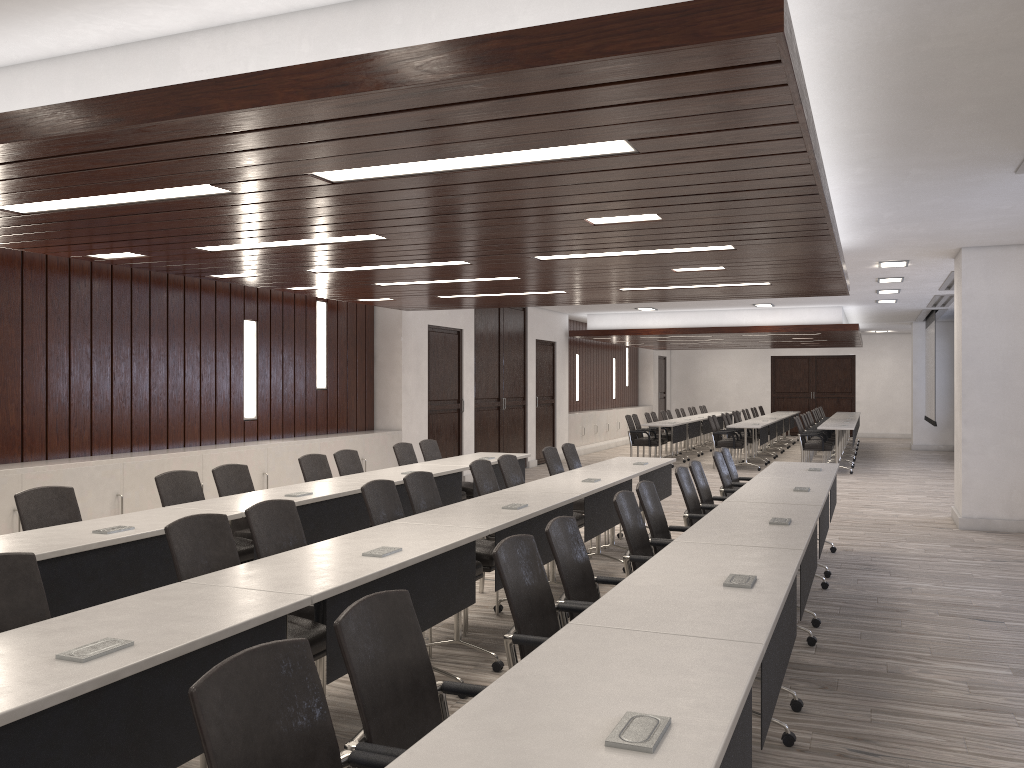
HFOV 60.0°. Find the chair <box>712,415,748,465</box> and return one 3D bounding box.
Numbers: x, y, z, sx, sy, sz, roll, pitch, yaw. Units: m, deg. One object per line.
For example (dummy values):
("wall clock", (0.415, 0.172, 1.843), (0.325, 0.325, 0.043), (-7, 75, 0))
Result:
("chair", (4.030, 1.044, 16.419), (0.638, 0.939, 0.513), (0, 0, 21))

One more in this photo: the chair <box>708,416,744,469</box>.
("chair", (3.841, 1.043, 15.920), (0.638, 0.939, 0.513), (0, 0, 22))

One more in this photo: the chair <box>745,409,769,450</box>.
("chair", (5.757, 1.045, 20.640), (0.638, 0.939, 0.513), (0, 0, 22))

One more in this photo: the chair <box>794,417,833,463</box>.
("chair", (5.218, 1.043, 15.365), (0.638, 0.939, 0.513), (0, 0, 23))

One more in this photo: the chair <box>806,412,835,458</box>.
("chair", (6.362, 1.044, 18.180), (0.638, 0.939, 0.513), (0, 0, 23))

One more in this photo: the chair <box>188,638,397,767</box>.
("chair", (-0.285, 1.037, 1.777), (0.638, 0.939, 0.513), (0, 0, 23))

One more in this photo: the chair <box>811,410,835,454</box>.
("chair", (6.944, 1.045, 19.583), (0.638, 0.939, 0.513), (0, 0, 22))

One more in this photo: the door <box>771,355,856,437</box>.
("door", (8.717, 0.337, 25.697), (2.329, 2.323, 0.200), (0, 0, 22))

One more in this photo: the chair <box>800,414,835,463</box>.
("chair", (5.791, 1.044, 16.778), (0.638, 0.939, 0.513), (0, 0, 23))

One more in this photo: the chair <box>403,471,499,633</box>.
("chair", (-0.345, 1.039, 5.649), (0.638, 0.939, 0.513), (0, 0, 23))

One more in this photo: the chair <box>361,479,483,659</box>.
("chair", (-0.527, 1.039, 5.151), (0.638, 0.939, 0.513), (0, 0, 21))

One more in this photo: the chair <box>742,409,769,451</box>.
("chair", (5.551, 1.045, 20.158), (0.638, 0.939, 0.513), (0, 0, 22))

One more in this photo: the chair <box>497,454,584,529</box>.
("chair", (0.226, 1.040, 7.047), (0.638, 0.939, 0.513), (0, 0, 22))

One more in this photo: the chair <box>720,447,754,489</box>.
("chair", (2.186, 1.040, 7.897), (0.638, 0.939, 0.513), (0, 0, 22))

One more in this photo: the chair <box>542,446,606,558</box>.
("chair", (0.609, 1.040, 7.974), (0.638, 0.939, 0.513), (0, 0, 21))

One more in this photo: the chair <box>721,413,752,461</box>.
("chair", (4.416, 1.044, 17.331), (0.638, 0.939, 0.513), (0, 0, 21))

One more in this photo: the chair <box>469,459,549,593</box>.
("chair", (0.027, 1.039, 6.563), (0.638, 0.939, 0.513), (0, 0, 22))

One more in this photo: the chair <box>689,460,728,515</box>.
("chair", (1.626, 1.039, 6.487), (0.638, 0.939, 0.513), (0, 0, 23))

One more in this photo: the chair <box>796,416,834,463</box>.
("chair", (5.415, 1.043, 15.849), (0.638, 0.939, 0.513), (0, 0, 22))

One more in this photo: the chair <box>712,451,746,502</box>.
("chair", (2.005, 1.040, 7.408), (0.638, 0.939, 0.513), (0, 0, 22))

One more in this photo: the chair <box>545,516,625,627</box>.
("chair", (0.475, 1.038, 3.667), (0.638, 0.939, 0.513), (0, 0, 21))

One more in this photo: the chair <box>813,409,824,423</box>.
("chair", (7.148, 1.045, 20.068), (0.638, 0.939, 0.513), (0, 0, 21))

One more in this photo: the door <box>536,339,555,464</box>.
("door", (0.587, 0.334, 16.868), (0.200, 2.323, 1.163), (0, 0, 22))

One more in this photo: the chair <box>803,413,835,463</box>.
("chair", (6.004, 1.044, 17.255), (0.638, 0.939, 0.513), (0, 0, 21))

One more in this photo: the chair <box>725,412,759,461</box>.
("chair", (4.613, 1.044, 17.812), (0.638, 0.939, 0.513), (0, 0, 22))

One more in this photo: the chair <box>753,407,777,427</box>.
("chair", (6.332, 1.046, 22.046), (0.638, 0.939, 0.513), (0, 0, 23))

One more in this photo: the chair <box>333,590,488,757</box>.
("chair", (-0.102, 1.038, 2.265), (0.638, 0.939, 0.513), (0, 0, 21))

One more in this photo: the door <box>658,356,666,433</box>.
("door", (4.381, 0.338, 26.209), (0.200, 2.323, 1.163), (0, 0, 22))

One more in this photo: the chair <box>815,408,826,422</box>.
("chair", (7.508, 1.046, 21.000), (0.638, 0.939, 0.513), (0, 0, 21))

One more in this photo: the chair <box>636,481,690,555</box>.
("chair", (1.044, 1.039, 5.079), (0.638, 0.939, 0.513), (0, 0, 22))

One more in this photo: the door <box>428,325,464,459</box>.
("door", (-1.020, 0.332, 12.911), (0.200, 2.323, 1.163), (0, 0, 22))

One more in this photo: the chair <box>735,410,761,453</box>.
("chair", (5.172, 1.045, 19.224), (0.638, 0.939, 0.513), (0, 0, 23))

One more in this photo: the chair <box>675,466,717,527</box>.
("chair", (1.434, 1.039, 6.001), (0.638, 0.939, 0.513), (0, 0, 22))

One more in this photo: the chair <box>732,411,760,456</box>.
("chair", (4.981, 1.045, 18.744), (0.638, 0.939, 0.513), (0, 0, 22))

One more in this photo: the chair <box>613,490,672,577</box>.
("chair", (0.858, 1.039, 4.587), (0.638, 0.939, 0.513), (0, 0, 22))

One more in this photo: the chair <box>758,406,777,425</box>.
("chair", (6.712, 1.046, 22.972), (0.638, 0.939, 0.513), (0, 0, 22))

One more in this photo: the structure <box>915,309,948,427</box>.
("structure", (8.640, -0.364, 18.326), (0.438, 2.329, 3.550), (0, 0, 22))

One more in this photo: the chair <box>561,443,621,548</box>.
("chair", (0.810, 1.040, 8.462), (0.638, 0.939, 0.513), (0, 0, 21))

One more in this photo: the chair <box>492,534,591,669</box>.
("chair", (0.273, 1.038, 3.182), (0.638, 0.939, 0.513), (0, 0, 22))

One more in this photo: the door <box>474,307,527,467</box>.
("door", (-0.216, 0.050, 14.892), (0.200, 2.889, 2.327), (0, 0, 22))

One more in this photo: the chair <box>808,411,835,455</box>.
("chair", (6.561, 1.045, 18.665), (0.638, 0.939, 0.513), (0, 0, 23))

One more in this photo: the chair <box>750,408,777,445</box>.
("chair", (6.129, 1.046, 21.568), (0.638, 0.939, 0.513), (0, 0, 22))

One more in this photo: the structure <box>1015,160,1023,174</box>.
("structure", (2.948, -0.370, 4.312), (0.438, 2.329, 3.550), (0, 0, 22))
